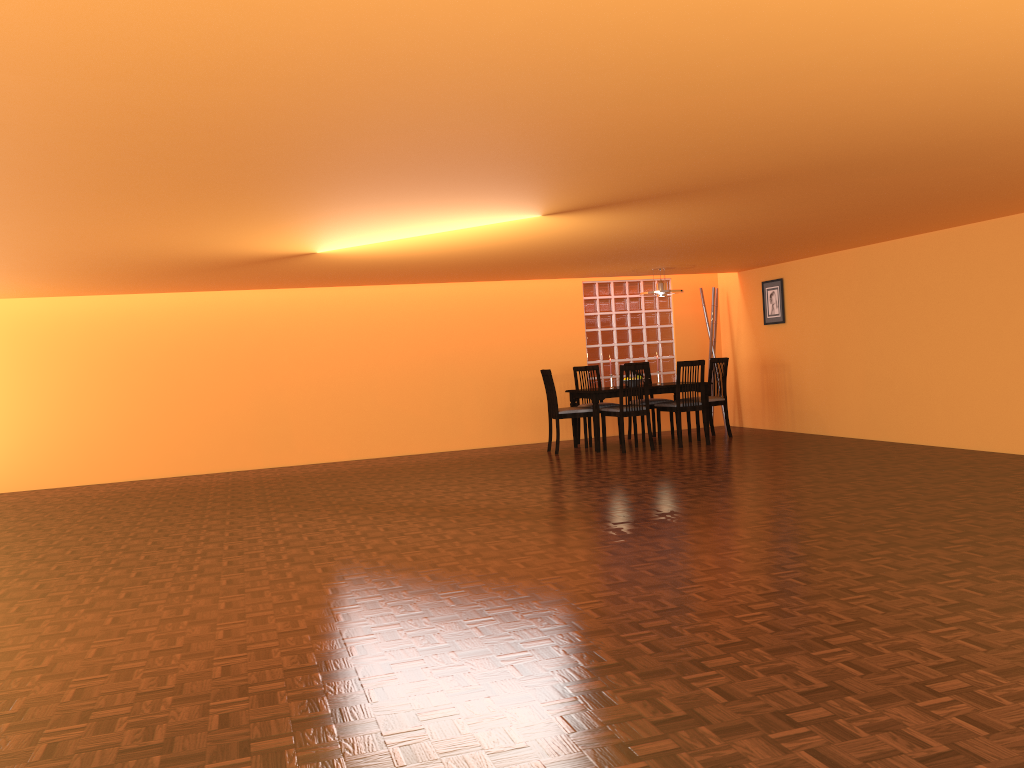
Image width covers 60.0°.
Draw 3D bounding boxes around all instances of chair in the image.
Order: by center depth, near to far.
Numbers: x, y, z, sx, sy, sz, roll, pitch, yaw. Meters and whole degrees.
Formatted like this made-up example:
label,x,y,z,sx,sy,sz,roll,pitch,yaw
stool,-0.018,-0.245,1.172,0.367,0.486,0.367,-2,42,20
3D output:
label,x,y,z,sx,sy,sz,roll,pitch,yaw
chair,1.077,0.222,8.270,0.373,0.809,0.465,-4,2,-17
chair,1.626,0.183,8.440,0.373,0.809,0.465,-4,2,-17
chair,0.543,0.250,8.504,0.465,0.809,0.373,-4,2,-12
chair,1.940,0.150,8.928,0.465,0.809,0.373,-4,2,-22
chair,0.851,0.216,9.002,0.373,0.809,0.465,-4,2,-17
chair,1.401,0.177,9.172,0.373,0.809,0.465,-4,2,-17

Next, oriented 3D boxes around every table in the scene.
label,x,y,z,sx,sy,sz,roll,pitch,yaw
table,1.248,0.313,8.694,1.259,0.584,0.697,-4,2,-17

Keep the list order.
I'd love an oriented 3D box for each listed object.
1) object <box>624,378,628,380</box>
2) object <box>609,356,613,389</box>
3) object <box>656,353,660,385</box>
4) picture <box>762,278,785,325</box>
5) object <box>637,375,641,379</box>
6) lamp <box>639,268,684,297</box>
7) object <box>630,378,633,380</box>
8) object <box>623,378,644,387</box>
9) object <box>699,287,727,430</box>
label,x,y,z,sx,sy,sz,roll,pitch,yaw
object,1.113,-0.040,8.618,0.055,0.046,0.046,-5,2,-34
object,0.952,-0.120,8.526,0.044,0.326,0.044,-4,2,-28
object,1.443,-0.158,8.766,0.044,0.326,0.044,-4,2,-28
picture,2.690,-0.843,9.135,0.014,0.456,0.361,-4,2,-17
object,1.251,-0.052,8.708,0.069,0.066,0.069,-4,2,-7
lamp,1.471,-0.999,8.753,0.435,0.274,0.435,-3,2,5
object,1.163,-0.032,8.610,0.055,0.046,0.046,-2,2,36
object,1.185,-0.012,8.685,0.337,0.072,0.337,-2,2,39
object,2.245,-0.283,9.853,0.226,1.589,0.308,-3,2,5
